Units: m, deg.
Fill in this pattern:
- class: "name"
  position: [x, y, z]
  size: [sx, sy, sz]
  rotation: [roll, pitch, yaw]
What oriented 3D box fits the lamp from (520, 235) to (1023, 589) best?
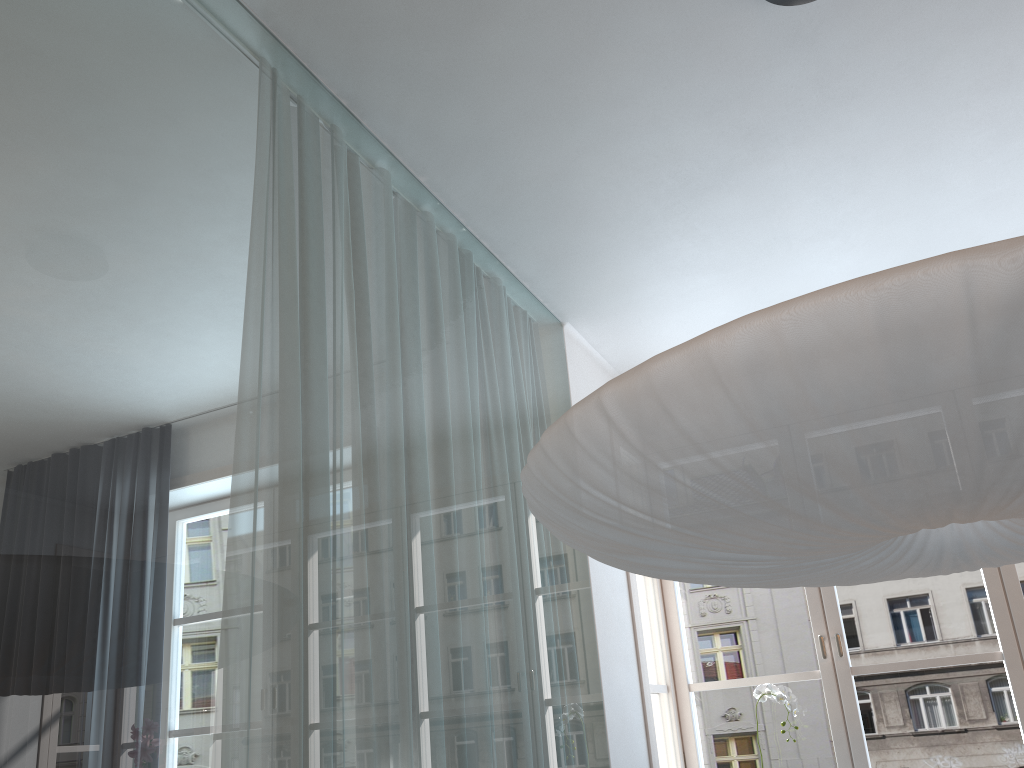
- class: "lamp"
  position: [0.754, 0.187, 1.546]
  size: [1.474, 0.205, 1.501]
  rotation: [7, -25, -27]
